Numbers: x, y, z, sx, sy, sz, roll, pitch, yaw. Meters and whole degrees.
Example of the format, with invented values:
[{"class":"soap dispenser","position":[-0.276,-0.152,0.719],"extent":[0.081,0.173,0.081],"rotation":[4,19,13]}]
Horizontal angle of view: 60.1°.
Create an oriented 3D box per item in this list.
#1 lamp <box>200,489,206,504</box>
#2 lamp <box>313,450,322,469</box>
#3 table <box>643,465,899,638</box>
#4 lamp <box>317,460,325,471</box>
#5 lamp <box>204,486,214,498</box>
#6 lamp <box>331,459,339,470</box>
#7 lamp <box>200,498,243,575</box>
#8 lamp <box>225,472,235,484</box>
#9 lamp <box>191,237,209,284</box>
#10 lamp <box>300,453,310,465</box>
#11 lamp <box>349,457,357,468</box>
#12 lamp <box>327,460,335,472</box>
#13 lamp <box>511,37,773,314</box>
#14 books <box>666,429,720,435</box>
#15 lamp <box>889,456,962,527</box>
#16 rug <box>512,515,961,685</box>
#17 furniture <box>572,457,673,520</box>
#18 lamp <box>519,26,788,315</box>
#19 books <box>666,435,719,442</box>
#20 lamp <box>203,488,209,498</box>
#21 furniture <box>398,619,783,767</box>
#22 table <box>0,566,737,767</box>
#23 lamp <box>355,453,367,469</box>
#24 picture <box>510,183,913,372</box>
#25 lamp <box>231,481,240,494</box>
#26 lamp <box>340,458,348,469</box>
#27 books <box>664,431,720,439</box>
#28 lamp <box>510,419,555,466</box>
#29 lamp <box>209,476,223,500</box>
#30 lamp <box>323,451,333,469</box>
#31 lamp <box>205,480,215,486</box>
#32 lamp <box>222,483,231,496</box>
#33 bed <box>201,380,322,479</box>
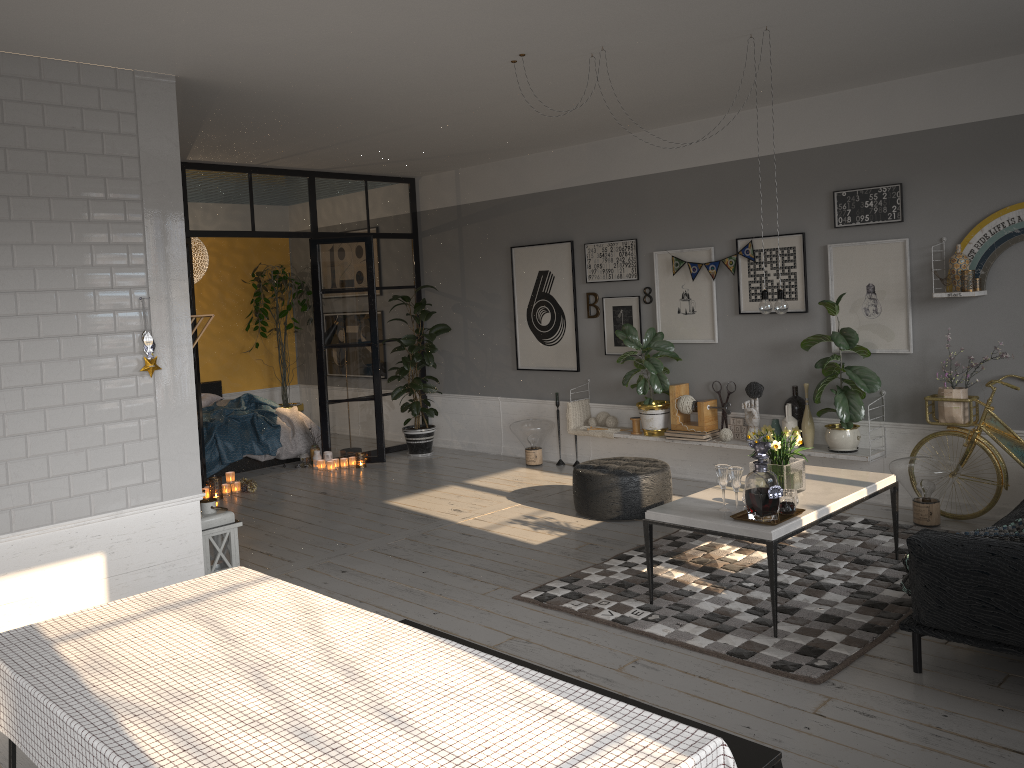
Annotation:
[{"class":"lamp","position":[-2.678,0.969,7.609],"extent":[0.084,0.110,0.085],"rotation":[-2,4,21]},{"class":"lamp","position":[-1.961,0.763,8.917],"extent":[0.092,0.179,0.092],"rotation":[-4,3,-25]},{"class":"table","position":[1.452,0.837,4.809],"extent":[0.732,0.509,1.461],"rotation":[1,7,45]},{"class":"lamp","position":[-1.897,0.809,8.808],"extent":[0.080,0.098,0.081],"rotation":[-2,4,9]},{"class":"lamp","position":[-2.667,0.954,7.792],"extent":[0.081,0.098,0.081],"rotation":[-3,4,-5]},{"class":"lamp","position":[-1.761,0.800,8.823],"extent":[0.081,0.098,0.081],"rotation":[-3,4,-5]},{"class":"lamp","position":[-1.882,0.953,5.524],"extent":[0.287,0.476,0.288],"rotation":[0,4,44]},{"class":"lamp","position":[-2.510,0.837,7.887],"extent":[0.081,0.098,0.081],"rotation":[-3,4,-5]},{"class":"lamp","position":[-3.596,-1.578,9.497],"extent":[0.616,1.093,0.618],"rotation":[-3,3,-4]},{"class":"lamp","position":[-2.128,0.781,9.082],"extent":[0.096,0.131,0.109],"rotation":[-2,4,15]},{"class":"lamp","position":[-1.598,0.785,8.887],"extent":[0.081,0.098,0.081],"rotation":[-3,4,-5]},{"class":"lamp","position":[-1.785,0.810,8.736],"extent":[0.081,0.098,0.081],"rotation":[-3,4,-5]},{"class":"lamp","position":[0.716,-1.130,5.002],"extent":[1.394,1.532,0.074],"rotation":[-2,2,14]},{"class":"books","position":[1.491,0.384,7.304],"extent":[0.379,0.017,0.230],"rotation":[2,8,42]},{"class":"lamp","position":[2.707,0.703,5.790],"extent":[0.433,0.436,0.433],"rotation":[-4,4,-14]},{"class":"rug","position":[1.511,1.046,5.088],"extent":[1.770,0.034,2.536],"rotation":[3,8,45]},{"class":"furniture","position":[0.819,0.764,6.583],"extent":[0.735,0.355,0.739],"rotation":[0,6,32]},{"class":"lamp","position":[0.762,-1.119,4.872],"extent":[1.394,1.532,0.074],"rotation":[-2,2,14]},{"class":"books","position":[1.501,0.432,7.291],"extent":[0.368,0.021,0.297],"rotation":[2,8,39]},{"class":"lamp","position":[-2.675,0.964,7.701],"extent":[0.081,0.098,0.081],"rotation":[-3,4,-5]},{"class":"furniture","position":[0.019,1.158,2.663],"extent":[1.670,0.454,0.467],"rotation":[3,7,45]},{"class":"table","position":[-0.522,1.081,2.076],"extent":[2.026,0.781,0.935],"rotation":[2,7,44]},{"class":"lamp","position":[-1.511,0.764,8.839],"extent":[0.107,0.140,0.108],"rotation":[-3,3,9]},{"class":"picture","position":[-1.230,-0.650,7.299],"extent":[7.295,1.789,4.055],"rotation":[3,8,45]},{"class":"lamp","position":[-2.471,0.930,7.922],"extent":[0.081,0.098,0.081],"rotation":[-3,4,-5]},{"class":"lamp","position":[-1.675,0.794,8.840],"extent":[0.081,0.098,0.081],"rotation":[-3,4,-5]},{"class":"books","position":[1.487,0.408,7.295],"extent":[0.261,0.029,0.384],"rotation":[-9,8,-44]},{"class":"lamp","position":[0.203,0.559,8.487],"extent":[0.433,0.436,0.433],"rotation":[-5,4,-23]},{"class":"lamp","position":[-2.585,0.912,7.725],"extent":[0.115,0.186,0.115],"rotation":[0,4,43]},{"class":"lamp","position":[-1.845,0.765,8.892],"extent":[0.092,0.166,0.089],"rotation":[-2,3,11]},{"class":"lamp","position":[-2.728,0.932,8.001],"extent":[0.081,0.106,0.081],"rotation":[0,5,44]},{"class":"lamp","position":[-2.540,0.940,7.862],"extent":[0.081,0.098,0.081],"rotation":[-3,4,-5]},{"class":"bed","position":[-3.370,0.467,9.599],"extent":[1.905,0.767,2.323],"rotation":[-8,8,-44]}]
